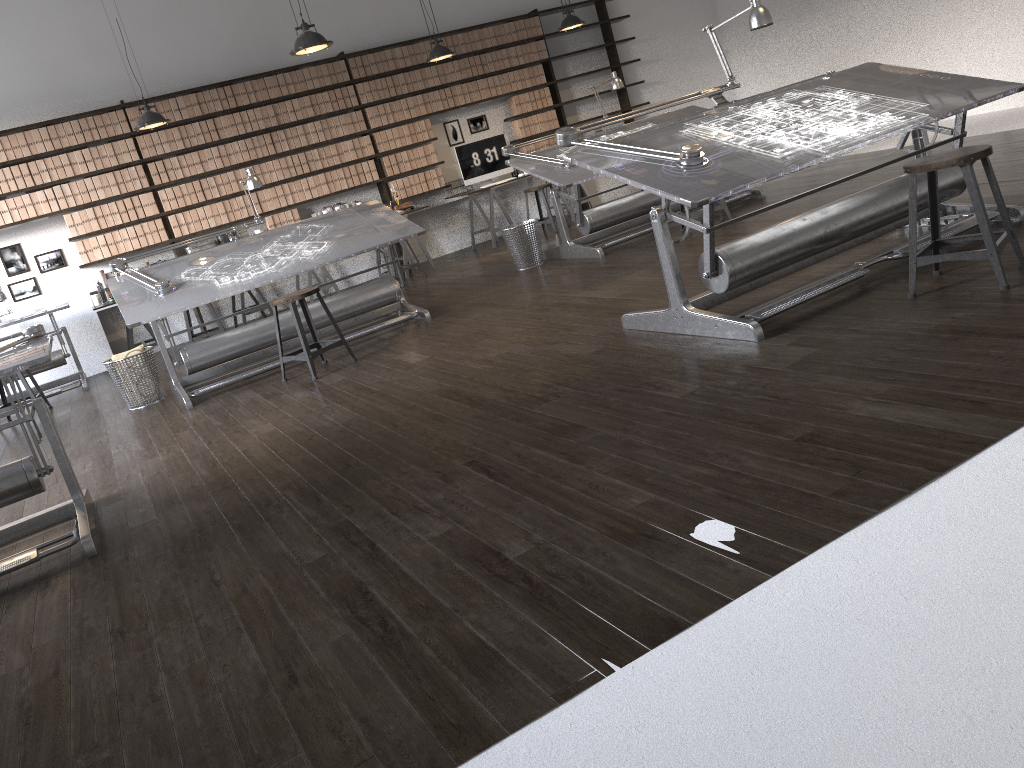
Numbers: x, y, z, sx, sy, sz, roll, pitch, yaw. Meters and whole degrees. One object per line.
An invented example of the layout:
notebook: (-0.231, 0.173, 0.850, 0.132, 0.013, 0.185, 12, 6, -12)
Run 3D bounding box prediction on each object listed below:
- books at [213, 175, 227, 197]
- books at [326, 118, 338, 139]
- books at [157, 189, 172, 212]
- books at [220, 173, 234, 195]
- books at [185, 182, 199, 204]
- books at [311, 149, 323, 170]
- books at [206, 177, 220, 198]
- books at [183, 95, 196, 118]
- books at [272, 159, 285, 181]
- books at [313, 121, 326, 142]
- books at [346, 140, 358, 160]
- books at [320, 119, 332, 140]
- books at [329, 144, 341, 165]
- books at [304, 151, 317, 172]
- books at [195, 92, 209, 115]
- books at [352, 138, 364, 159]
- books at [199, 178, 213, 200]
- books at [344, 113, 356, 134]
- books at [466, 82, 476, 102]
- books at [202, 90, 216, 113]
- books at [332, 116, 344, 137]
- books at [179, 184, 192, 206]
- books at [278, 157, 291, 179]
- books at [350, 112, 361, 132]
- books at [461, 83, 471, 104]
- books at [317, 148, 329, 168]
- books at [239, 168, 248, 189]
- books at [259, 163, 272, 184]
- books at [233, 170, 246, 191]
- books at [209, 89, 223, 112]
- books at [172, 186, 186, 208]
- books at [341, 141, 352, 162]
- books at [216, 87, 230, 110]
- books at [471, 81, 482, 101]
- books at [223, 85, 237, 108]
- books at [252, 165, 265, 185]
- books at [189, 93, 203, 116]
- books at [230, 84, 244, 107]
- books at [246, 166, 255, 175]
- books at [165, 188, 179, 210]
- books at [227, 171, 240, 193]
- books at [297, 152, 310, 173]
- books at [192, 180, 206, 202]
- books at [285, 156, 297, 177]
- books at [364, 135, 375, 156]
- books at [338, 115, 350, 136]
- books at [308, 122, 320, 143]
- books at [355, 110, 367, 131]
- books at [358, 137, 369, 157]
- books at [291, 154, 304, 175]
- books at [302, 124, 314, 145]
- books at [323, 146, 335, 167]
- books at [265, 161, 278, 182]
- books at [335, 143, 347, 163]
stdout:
books: (-3.028, -2.040, 9.161, 0.067, 0.223, 0.175, -22, 14, -23)
books: (-1.978, -2.767, 9.634, 0.067, 0.223, 0.175, -22, 14, -23)
books: (-3.508, -1.839, 8.933, 0.067, 0.223, 0.175, -22, 14, -23)
books: (-2.967, -2.065, 9.190, 0.067, 0.223, 0.175, -22, 14, -23)
books: (-3.276, -1.936, 9.045, 0.067, 0.223, 0.175, -22, 14, -23)
books: (-2.127, -2.414, 9.580, 0.067, 0.223, 0.175, -22, 14, -23)
books: (-3.086, -2.014, 9.129, 0.067, 0.223, 0.175, -22, 14, -23)
books: (-3.282, -2.799, 8.978, 0.067, 0.223, 0.175, -22, 14, -23)
books: (-2.494, -2.260, 9.405, 0.067, 0.223, 0.175, -22, 14, -23)
books: (-2.095, -2.716, 9.573, 0.067, 0.223, 0.175, -22, 14, -23)
books: (-1.780, -2.558, 9.742, 0.067, 0.223, 0.175, -22, 14, -23)
books: (-2.036, -2.742, 9.605, 0.067, 0.223, 0.175, -22, 14, -23)
books: (-1.947, -2.488, 9.662, 0.067, 0.223, 0.175, -22, 14, -23)
books: (-2.189, -2.389, 9.556, 0.067, 0.223, 0.175, -22, 14, -23)
books: (-3.168, -2.847, 9.033, 0.067, 0.223, 0.175, -22, 14, -23)
books: (-1.722, -2.584, 9.773, 0.067, 0.223, 0.175, -22, 14, -23)
books: (-3.149, -1.989, 9.105, 0.067, 0.223, 0.175, -22, 14, -23)
books: (-1.796, -2.840, 9.711, 0.067, 0.223, 0.175, -22, 14, -23)
books: (-0.510, -3.385, 10.323, 0.067, 0.223, 0.175, -22, 14, -23)
books: (-3.107, -2.872, 9.061, 0.067, 0.223, 0.175, -22, 14, -23)
books: (-1.916, -2.791, 9.659, 0.067, 0.223, 0.175, -22, 14, -23)
books: (-3.331, -1.913, 9.017, 0.067, 0.223, 0.175, -22, 14, -23)
books: (-2.432, -2.286, 9.434, 0.067, 0.223, 0.175, -22, 14, -23)
books: (-1.744, -2.863, 9.741, 0.067, 0.223, 0.175, -22, 14, -23)
books: (-0.567, -3.360, 10.292, 0.067, 0.223, 0.175, -22, 14, -23)
books: (-2.068, -2.440, 9.612, 0.067, 0.223, 0.175, -22, 14, -23)
books: (-2.798, -2.135, 9.266, 0.067, 0.223, 0.175, -22, 14, -23)
books: (-2.618, -2.211, 9.355, 0.067, 0.223, 0.175, -22, 14, -23)
books: (-2.852, -2.112, 9.242, 0.067, 0.223, 0.175, -22, 14, -23)
books: (-3.045, -2.897, 9.086, 0.067, 0.223, 0.175, -22, 14, -23)
books: (-3.383, -1.890, 8.988, 0.067, 0.223, 0.175, -22, 14, -23)
books: (-1.838, -2.535, 9.717, 0.067, 0.223, 0.175, -22, 14, -23)
books: (-2.986, -2.922, 9.119, 0.067, 0.223, 0.175, -22, 14, -23)
books: (-0.449, -3.410, 10.349, 0.067, 0.223, 0.175, -22, 14, -23)
books: (-2.920, -2.948, 9.144, 0.067, 0.223, 0.175, -22, 14, -23)
books: (-2.677, -2.186, 9.325, 0.067, 0.223, 0.175, -22, 14, -23)
books: (-3.223, -2.822, 9.001, 0.067, 0.223, 0.175, -22, 14, -23)
books: (-2.859, -2.975, 9.178, 0.067, 0.223, 0.175, -22, 14, -23)
books: (-2.735, -2.160, 9.293, 0.067, 0.223, 0.175, -22, 14, -23)
books: (-3.445, -1.864, 8.959, 0.067, 0.223, 0.175, -22, 14, -23)
books: (-2.907, -2.088, 9.211, 0.067, 0.223, 0.175, -22, 14, -23)
books: (-2.251, -2.362, 9.520, 0.067, 0.223, 0.175, -22, 14, -23)
books: (-3.211, -1.962, 9.070, 0.067, 0.223, 0.175, -22, 14, -23)
books: (-2.380, -2.309, 9.463, 0.067, 0.223, 0.175, -22, 14, -23)
books: (-1.605, -2.631, 9.823, 0.067, 0.223, 0.175, -22, 14, -23)
books: (-1.853, -2.817, 9.685, 0.067, 0.223, 0.175, -22, 14, -23)
books: (-2.157, -2.691, 9.546, 0.067, 0.223, 0.175, -22, 14, -23)
books: (-1.685, -2.888, 9.770, 0.067, 0.223, 0.175, -22, 14, -23)
books: (-1.664, -2.609, 9.803, 0.067, 0.223, 0.175, -22, 14, -23)
books: (-2.316, -2.336, 9.496, 0.067, 0.223, 0.175, -22, 14, -23)
books: (-2.212, -2.669, 9.522, 0.067, 0.223, 0.175, -22, 14, -23)
books: (-2.007, -2.465, 9.640, 0.067, 0.223, 0.175, -22, 14, -23)
books: (-2.557, -2.235, 9.379, 0.067, 0.223, 0.175, -22, 14, -23)
books: (-1.892, -2.513, 9.693, 0.067, 0.223, 0.175, -22, 14, -23)
